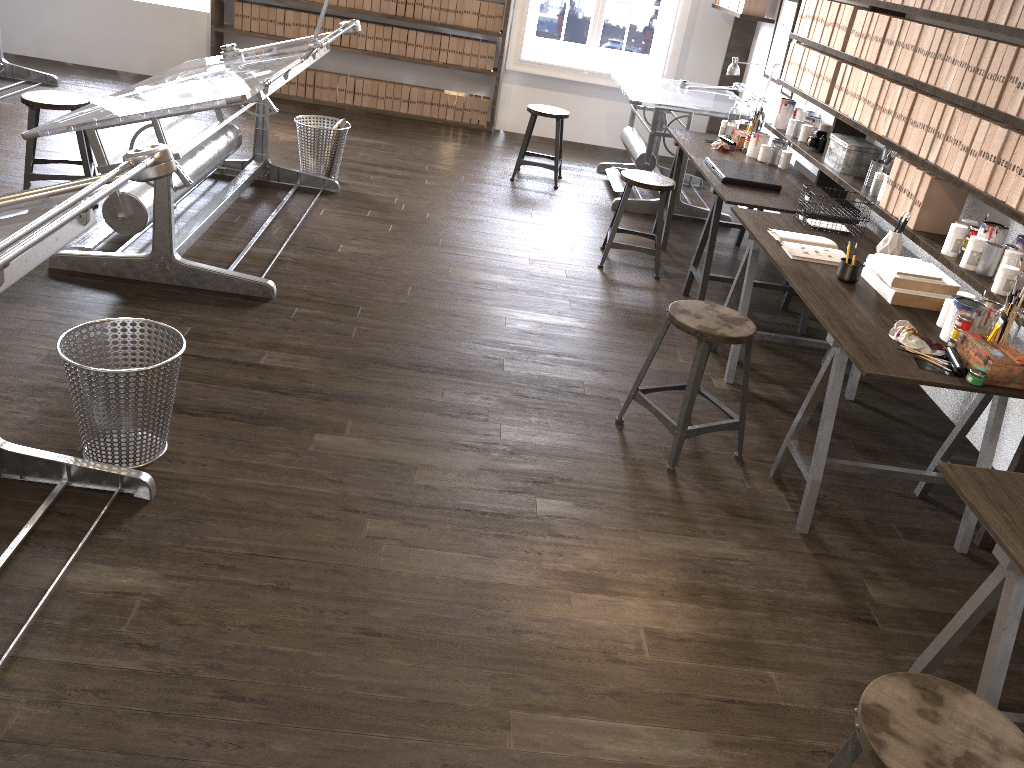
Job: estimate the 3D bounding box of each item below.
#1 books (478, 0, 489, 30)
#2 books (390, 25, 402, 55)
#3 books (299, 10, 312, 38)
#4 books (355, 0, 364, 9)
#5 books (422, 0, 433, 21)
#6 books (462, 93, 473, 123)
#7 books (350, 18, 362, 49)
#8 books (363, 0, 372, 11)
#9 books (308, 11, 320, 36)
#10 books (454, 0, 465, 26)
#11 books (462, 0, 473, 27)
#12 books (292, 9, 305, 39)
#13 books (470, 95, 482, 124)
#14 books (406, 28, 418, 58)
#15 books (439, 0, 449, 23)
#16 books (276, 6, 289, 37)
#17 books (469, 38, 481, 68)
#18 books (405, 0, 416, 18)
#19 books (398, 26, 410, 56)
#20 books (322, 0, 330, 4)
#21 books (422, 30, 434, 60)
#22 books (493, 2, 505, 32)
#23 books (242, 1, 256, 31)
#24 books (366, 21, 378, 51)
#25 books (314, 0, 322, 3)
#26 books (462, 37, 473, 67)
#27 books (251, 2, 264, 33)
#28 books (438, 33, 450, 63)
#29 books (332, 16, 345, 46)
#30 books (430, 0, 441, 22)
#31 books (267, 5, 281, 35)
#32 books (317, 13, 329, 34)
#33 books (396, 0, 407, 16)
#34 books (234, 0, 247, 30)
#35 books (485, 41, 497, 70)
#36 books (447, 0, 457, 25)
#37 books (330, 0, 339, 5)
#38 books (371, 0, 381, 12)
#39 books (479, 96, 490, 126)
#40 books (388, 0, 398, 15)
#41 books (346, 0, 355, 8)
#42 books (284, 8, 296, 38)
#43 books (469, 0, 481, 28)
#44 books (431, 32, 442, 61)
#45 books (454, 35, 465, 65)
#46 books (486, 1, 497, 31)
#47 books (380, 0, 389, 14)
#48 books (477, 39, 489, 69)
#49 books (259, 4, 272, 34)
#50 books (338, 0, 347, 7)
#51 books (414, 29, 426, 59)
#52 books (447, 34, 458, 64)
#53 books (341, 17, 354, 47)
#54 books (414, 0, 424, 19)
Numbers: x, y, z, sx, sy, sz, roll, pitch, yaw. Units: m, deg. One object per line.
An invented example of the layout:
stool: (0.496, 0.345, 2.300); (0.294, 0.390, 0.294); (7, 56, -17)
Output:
books: (-0.247, -3.172, 7.608); (0.066, 0.221, 0.178); (8, 26, -5)
books: (-1.002, -2.985, 7.688); (0.066, 0.221, 0.178); (8, 26, -5)
books: (-1.774, -3.088, 7.625); (0.067, 0.221, 0.178); (8, 26, -5)
books: (-1.283, -3.313, 7.531); (0.066, 0.221, 0.178); (8, 26, -5)
books: (-0.716, -3.234, 7.570); (0.066, 0.221, 0.178); (8, 26, -5)
books: (-0.396, -2.471, 7.938); (0.067, 0.221, 0.178); (8, 26, -5)
books: (-1.350, -3.033, 7.664); (0.066, 0.221, 0.178); (8, 26, -5)
books: (-1.214, -3.302, 7.533); (0.066, 0.221, 0.178); (8, 26, -5)
books: (-1.708, -3.082, 7.636); (0.066, 0.221, 0.178); (8, 26, -5)
books: (-0.444, -3.199, 7.593); (0.066, 0.221, 0.178); (8, 26, -5)
books: (-0.382, -3.189, 7.596); (0.066, 0.221, 0.178); (8, 26, -5)
books: (-1.840, -3.099, 7.625); (0.066, 0.221, 0.178); (8, 26, -5)
books: (-0.323, -2.463, 7.948); (0.066, 0.221, 0.178); (8, 26, -5)
books: (-0.868, -2.965, 7.694); (0.066, 0.221, 0.178); (8, 26, -5)
books: (-0.576, -3.217, 7.584); (0.066, 0.221, 0.178); (8, 26, -5)
books: (-1.974, -3.115, 7.611); (0.067, 0.221, 0.178); (8, 26, -5)
books: (-0.323, -2.894, 7.741); (0.066, 0.221, 0.178); (8, 26, -5)
books: (-0.861, -3.253, 7.558); (0.067, 0.221, 0.178); (8, 26, -5)
books: (-0.940, -2.975, 7.689); (0.067, 0.221, 0.178); (8, 26, -5)
books: (-1.555, -3.349, 7.508); (0.066, 0.221, 0.178); (8, 26, -5)
books: (-0.728, -2.950, 7.711); (0.066, 0.221, 0.178); (8, 26, -5)
books: (-0.113, -3.152, 7.614); (0.067, 0.221, 0.178); (8, 26, -5)
books: (-2.253, -3.152, 7.589); (0.066, 0.221, 0.178); (8, 26, -5)
books: (-1.214, -3.013, 7.671); (0.066, 0.221, 0.178); (8, 26, -5)
books: (-1.621, -3.355, 7.499); (0.067, 0.221, 0.178); (8, 26, -5)
books: (-0.390, -2.901, 7.731); (0.067, 0.221, 0.178); (8, 26, -5)
books: (-2.181, -3.144, 7.597); (0.066, 0.221, 0.178); (8, 26, -5)
books: (-0.589, -2.928, 7.717); (0.067, 0.221, 0.178); (8, 26, -5)
books: (-1.497, -3.053, 7.652); (0.066, 0.221, 0.178); (8, 26, -5)
books: (-0.646, -3.227, 7.579); (0.066, 0.221, 0.178); (8, 26, -5)
books: (-2.043, -3.127, 7.610); (0.066, 0.221, 0.178); (8, 26, -5)
books: (-1.638, -3.072, 7.641); (0.066, 0.221, 0.178); (8, 26, -5)
books: (-0.934, -3.266, 7.557); (0.066, 0.221, 0.178); (8, 26, -5)
books: (-2.324, -3.162, 7.583); (0.067, 0.221, 0.178); (8, 26, -5)
books: (-0.183, -2.874, 7.748); (0.066, 0.221, 0.178); (8, 26, -5)
books: (-0.509, -3.205, 7.584); (0.067, 0.221, 0.178); (8, 26, -5)
books: (-1.493, -3.340, 7.512); (0.066, 0.221, 0.178); (8, 26, -5)
books: (-1.142, -3.291, 7.535); (0.066, 0.221, 0.178); (8, 26, -5)
books: (-0.248, -2.452, 7.952); (0.066, 0.221, 0.178); (8, 26, -5)
books: (-1.009, -3.275, 7.549); (0.066, 0.221, 0.178); (8, 26, -5)
books: (-1.352, -3.321, 7.524); (0.066, 0.221, 0.178); (8, 26, -5)
books: (-1.902, -3.107, 7.618); (0.066, 0.221, 0.178); (8, 26, -5)
books: (-0.316, -3.180, 7.600); (0.067, 0.221, 0.178); (8, 26, -5)
books: (-0.659, -2.939, 7.715); (0.066, 0.221, 0.178); (8, 26, -5)
books: (-0.456, -2.912, 7.730); (0.066, 0.221, 0.178); (8, 26, -5)
books: (-0.178, -3.164, 7.615); (0.066, 0.221, 0.178); (8, 26, -5)
books: (-1.071, -3.281, 7.541); (0.067, 0.221, 0.178); (8, 26, -5)
books: (-0.253, -2.885, 7.747); (0.066, 0.221, 0.178); (8, 26, -5)
books: (-2.112, -3.137, 7.606); (0.066, 0.221, 0.178); (8, 26, -5)
books: (-1.421, -3.329, 7.515); (0.067, 0.221, 0.178); (8, 26, -5)
books: (-0.797, -2.957, 7.703); (0.066, 0.221, 0.178); (8, 26, -5)
books: (-0.518, -2.919, 7.724); (0.066, 0.221, 0.178); (8, 26, -5)
books: (-1.423, -3.041, 7.653); (0.067, 0.221, 0.178); (8, 26, -5)
books: (-0.786, -3.246, 7.569); (0.066, 0.221, 0.178); (8, 26, -5)
